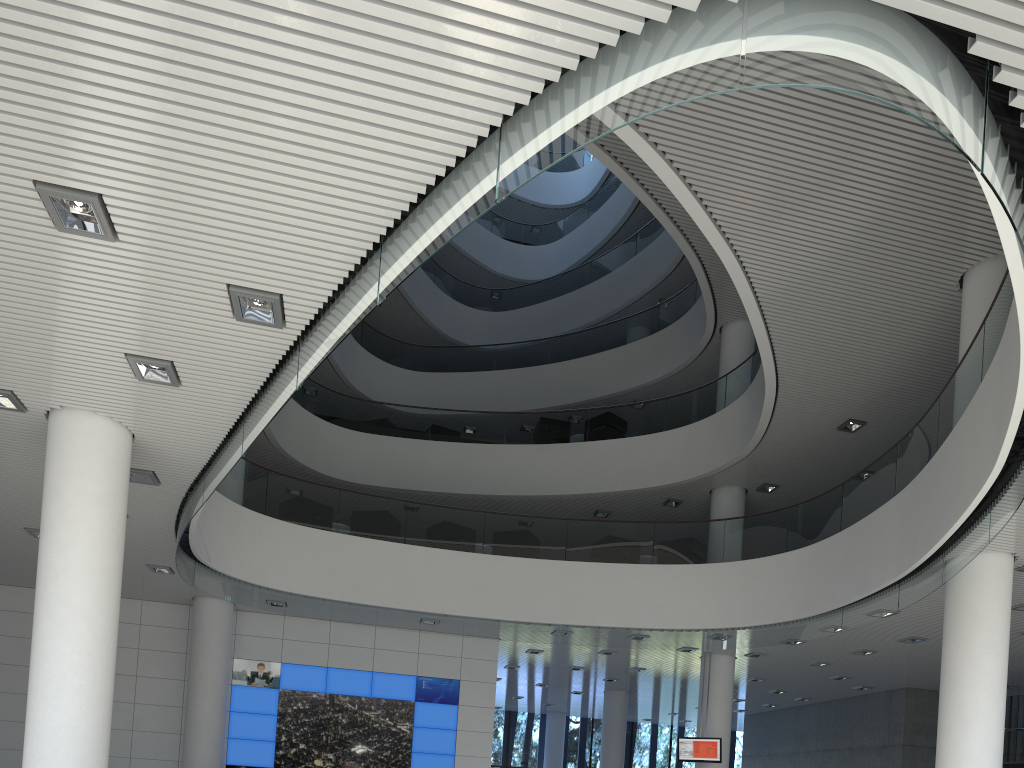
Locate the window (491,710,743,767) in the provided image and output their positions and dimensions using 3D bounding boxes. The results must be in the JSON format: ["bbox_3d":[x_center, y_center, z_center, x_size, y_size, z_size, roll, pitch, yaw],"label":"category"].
[{"bbox_3d":[0.149,8.958,18.447,18.349,2.856,0.078,10,-2,-12],"label":"window"}]
